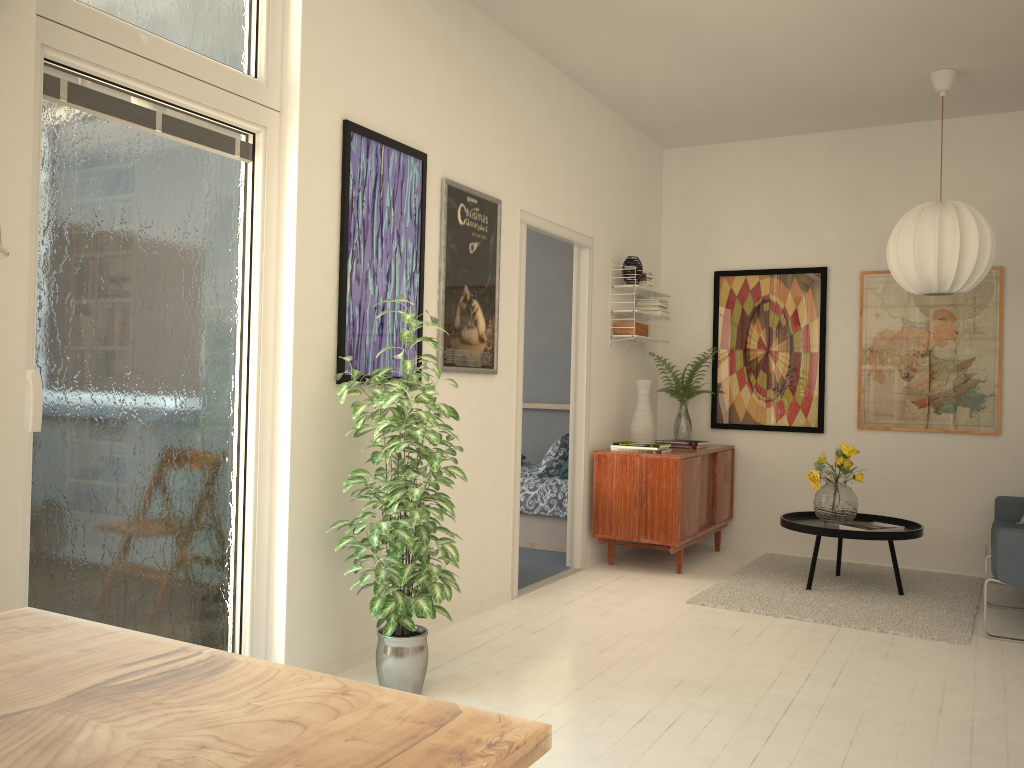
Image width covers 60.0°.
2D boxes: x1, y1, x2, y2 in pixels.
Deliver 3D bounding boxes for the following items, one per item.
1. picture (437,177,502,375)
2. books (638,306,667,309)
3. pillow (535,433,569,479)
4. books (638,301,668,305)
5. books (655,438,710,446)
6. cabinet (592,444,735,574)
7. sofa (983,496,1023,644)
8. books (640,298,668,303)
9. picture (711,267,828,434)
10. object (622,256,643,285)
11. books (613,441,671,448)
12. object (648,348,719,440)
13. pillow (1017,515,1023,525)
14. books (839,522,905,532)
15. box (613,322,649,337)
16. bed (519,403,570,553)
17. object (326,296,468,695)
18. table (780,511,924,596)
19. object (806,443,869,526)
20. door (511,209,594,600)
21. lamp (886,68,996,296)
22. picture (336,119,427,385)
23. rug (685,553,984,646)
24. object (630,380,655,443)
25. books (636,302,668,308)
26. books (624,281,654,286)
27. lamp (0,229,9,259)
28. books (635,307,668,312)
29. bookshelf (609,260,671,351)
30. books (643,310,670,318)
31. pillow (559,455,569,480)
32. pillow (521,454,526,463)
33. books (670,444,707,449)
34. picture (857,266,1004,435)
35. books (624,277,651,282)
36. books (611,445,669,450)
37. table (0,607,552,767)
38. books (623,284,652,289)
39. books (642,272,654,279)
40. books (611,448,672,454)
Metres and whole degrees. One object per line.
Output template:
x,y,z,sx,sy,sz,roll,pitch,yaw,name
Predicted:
-0.190,-0.484,4.182,0.020,0.869,0.525,1,0,28,picture
0.982,-0.530,6.192,0.147,0.012,0.195,1,0,26,books
0.339,0.497,6.234,0.237,0.338,0.437,1,0,26,pillow
0.985,-0.564,6.182,0.153,0.013,0.197,1,0,31,books
1.119,0.392,5.996,0.368,0.020,0.255,1,0,31,books
1.034,0.785,5.862,0.546,0.727,1.262,1,0,28,cabinet
2.949,0.807,4.500,0.964,0.773,1.603,1,0,28,sofa
0.989,-0.578,6.178,0.147,0.016,0.195,1,0,26,books
1.790,-0.238,6.211,0.778,1.134,0.018,1,-1,28,picture
0.782,-0.733,5.765,0.139,0.200,0.139,2,0,-18,object
0.800,0.373,5.460,0.311,0.015,0.192,1,0,32,books
1.234,0.084,6.273,0.476,0.686,0.398,1,0,30,object
3.201,0.768,5.082,0.540,0.277,0.157,1,0,30,pillow
1.996,0.800,4.920,0.289,0.031,0.200,1,0,-27,books
0.783,-0.355,5.832,0.152,0.084,0.265,1,0,29,box
-0.035,0.634,6.630,1.656,0.974,0.933,1,0,28,bed
-0.401,0.399,3.207,0.514,1.424,0.568,2,0,-19,object
1.923,0.972,5.055,0.761,0.386,0.761,1,0,44,table
1.866,0.578,5.129,0.361,0.471,0.291,2,0,-23,object
-0.137,0.103,5.237,0.882,2.033,0.955,1,0,28,door
2.363,-1.107,4.883,0.536,1.229,0.536,2,0,-28,lamp
-0.514,-0.496,3.581,0.018,0.999,0.545,1,0,28,picture
1.892,1.163,5.019,1.304,0.012,1.660,1,0,30,rug
0.851,0.195,5.751,0.158,0.445,0.160,2,0,-22,object
0.979,-0.547,6.177,0.173,0.023,0.190,1,0,28,books
0.848,-0.669,5.912,0.158,0.019,0.131,1,0,30,books
-0.540,-0.917,0.761,0.229,1.596,0.229,2,-1,-27,lamp
0.974,-0.515,6.177,0.168,0.021,0.197,1,0,31,books
0.875,-0.517,5.989,0.184,0.565,0.695,1,0,28,bookshelf
0.983,-0.486,6.181,0.179,0.037,0.190,1,0,28,books
0.577,0.515,6.344,0.237,0.385,0.767,1,0,26,pillow
-0.093,0.533,6.607,0.378,0.153,0.415,1,0,5,pillow
1.104,0.413,5.997,0.371,0.022,0.259,1,0,28,books
2.689,-0.217,5.730,0.838,1.052,0.012,1,-1,28,picture
0.837,-0.691,5.911,0.155,0.024,0.136,1,0,21,books
0.790,0.388,5.465,0.296,0.015,0.240,1,0,28,books
-0.785,0.713,0.356,0.894,0.749,1.797,1,0,28,table
0.839,-0.645,5.914,0.159,0.028,0.147,1,0,25,books
0.846,-0.721,5.901,0.178,0.036,0.145,1,0,21,books
0.798,0.405,5.461,0.320,0.020,0.237,1,0,24,books
